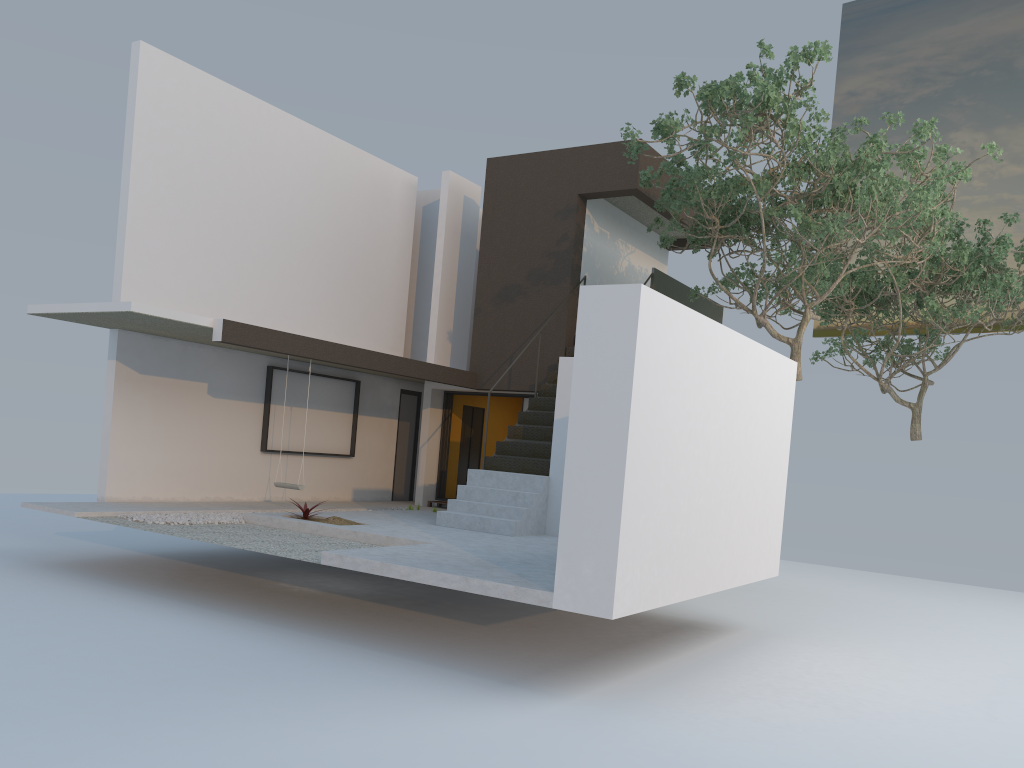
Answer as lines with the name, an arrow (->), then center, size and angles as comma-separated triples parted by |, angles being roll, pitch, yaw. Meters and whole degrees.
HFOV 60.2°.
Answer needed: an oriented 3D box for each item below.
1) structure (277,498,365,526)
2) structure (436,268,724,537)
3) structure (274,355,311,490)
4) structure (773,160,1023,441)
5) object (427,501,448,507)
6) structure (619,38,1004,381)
structure -> -2.304, 1.562, 10.594 | 1.200, 0.292, 0.750 | 2, -5, 32
structure -> 1.435, 0.188, 13.540 | 1.154, 3.949, 6.577 | 5, -2, 33
structure -> -2.888, 0.464, 11.742 | 0.460, 1.869, 0.129 | 5, 1, 32
structure -> 7.739, -1.274, 16.822 | 5.500, 4.706, 7.322 | 4, -3, 12
object -> -1.069, 2.094, 15.181 | 0.701, 0.101, 0.351 | 2, -5, 32
structure -> 3.730, -1.894, 11.562 | 4.327, 3.703, 5.761 | 4, -3, 12
